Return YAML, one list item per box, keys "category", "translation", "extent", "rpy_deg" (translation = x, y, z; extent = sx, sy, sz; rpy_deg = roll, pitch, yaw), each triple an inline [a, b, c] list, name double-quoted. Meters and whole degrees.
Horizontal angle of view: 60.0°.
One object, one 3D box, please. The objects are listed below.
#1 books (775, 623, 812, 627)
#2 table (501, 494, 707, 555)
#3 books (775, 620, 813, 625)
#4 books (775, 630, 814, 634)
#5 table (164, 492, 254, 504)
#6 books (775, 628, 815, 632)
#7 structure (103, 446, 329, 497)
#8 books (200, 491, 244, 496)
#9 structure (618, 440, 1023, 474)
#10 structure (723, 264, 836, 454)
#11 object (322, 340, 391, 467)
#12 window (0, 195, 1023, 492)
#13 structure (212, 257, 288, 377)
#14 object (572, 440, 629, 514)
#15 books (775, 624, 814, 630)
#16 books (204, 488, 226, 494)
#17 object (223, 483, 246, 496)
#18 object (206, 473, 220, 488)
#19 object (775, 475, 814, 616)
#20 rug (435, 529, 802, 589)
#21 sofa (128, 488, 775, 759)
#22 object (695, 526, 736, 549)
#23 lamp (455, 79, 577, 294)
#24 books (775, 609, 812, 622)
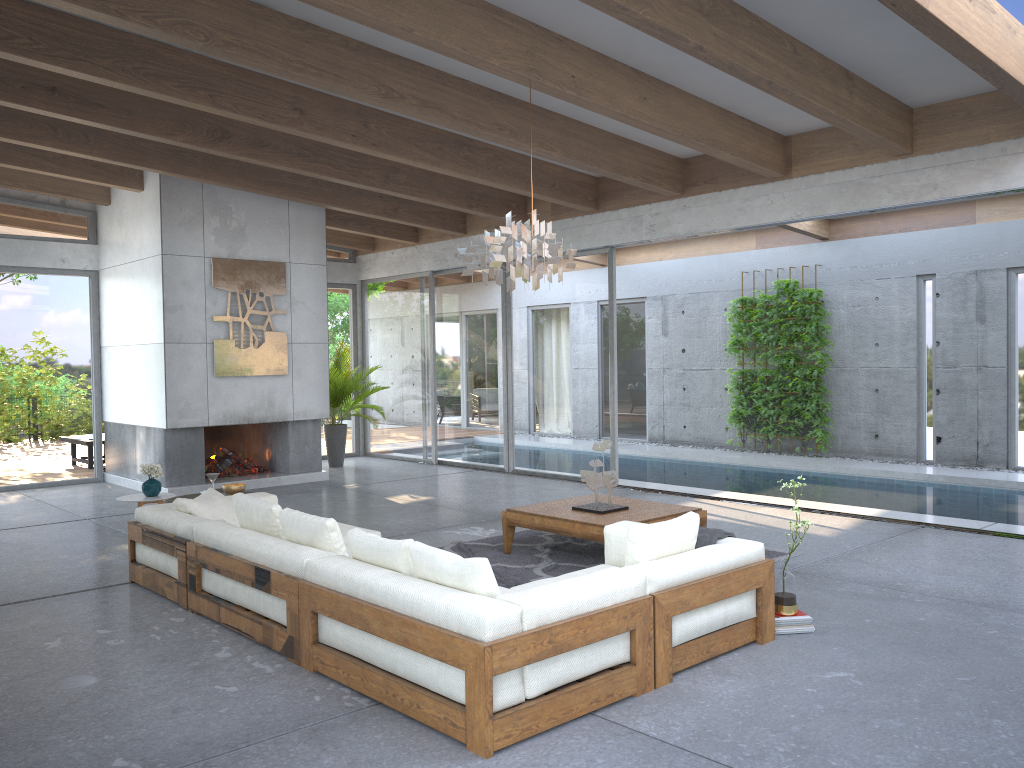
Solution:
- category: "books"
  translation: [1.461, 1.268, 4.828]
  extent: [0.219, 0.012, 0.286]
  rpy_deg: [-1, 2, -7]
- category: "table"
  translation: [0.683, 1.103, 6.613]
  extent: [1.048, 0.352, 1.112]
  rpy_deg: [-2, 2, -42]
- category: "books"
  translation: [1.469, 1.255, 4.822]
  extent: [0.219, 0.012, 0.286]
  rpy_deg: [-1, 2, -7]
- category: "books"
  translation: [1.470, 1.305, 4.817]
  extent: [0.219, 0.012, 0.286]
  rpy_deg: [-1, 2, -7]
- category: "table"
  translation: [-2.289, 1.100, 6.827]
  extent: [0.725, 0.441, 0.725]
  rpy_deg: [-1, 2, 9]
- category: "books"
  translation: [1.474, 1.292, 4.812]
  extent: [0.219, 0.012, 0.286]
  rpy_deg: [-1, 2, -7]
- category: "structure"
  translation: [-3.779, 0.934, 11.230]
  extent: [2.012, 0.595, 2.203]
  rpy_deg: [-2, 2, -42]
- category: "books"
  translation: [-2.305, 0.866, 7.045]
  extent: [0.220, 0.015, 0.303]
  rpy_deg: [-2, 2, -43]
- category: "structure"
  translation: [4.547, 1.052, 12.567]
  extent: [0.477, 0.068, 13.673]
  rpy_deg: [-2, 2, -42]
- category: "structure"
  translation: [4.873, -0.254, 8.772]
  extent: [2.739, 2.687, 10.282]
  rpy_deg: [-2, 2, -25]
- category: "object"
  translation: [-2.497, 0.256, 12.515]
  extent: [1.484, 1.819, 1.798]
  rpy_deg: [-2, 2, -35]
- category: "window"
  translation: [0.773, -0.584, 6.285]
  extent: [14.294, 3.764, 23.280]
  rpy_deg: [-2, 2, -42]
- category: "structure"
  translation: [-3.051, -0.769, 10.352]
  extent: [0.919, 1.351, 0.041]
  rpy_deg: [-2, 2, -42]
- category: "object"
  translation: [0.641, 0.669, 6.600]
  extent: [0.346, 0.518, 0.379]
  rpy_deg: [-2, 2, -42]
- category: "books"
  translation: [1.470, 1.280, 4.816]
  extent: [0.219, 0.012, 0.286]
  rpy_deg: [-1, 2, -7]
- category: "books"
  translation: [-2.298, 0.852, 7.048]
  extent: [0.205, 0.012, 0.290]
  rpy_deg: [-2, 2, -37]
- category: "object"
  translation: [-2.148, 0.828, 6.862]
  extent: [0.173, 0.097, 0.173]
  rpy_deg: [0, 2, 27]
- category: "object"
  translation: [-2.236, 0.777, 6.631]
  extent: [0.099, 0.212, 0.099]
  rpy_deg: [-1, 2, -11]
- category: "object"
  translation: [1.503, 0.862, 4.744]
  extent: [0.171, 0.750, 0.238]
  rpy_deg: [-2, 2, -21]
- category: "rug"
  translation: [0.231, 1.264, 6.281]
  extent: [3.186, 0.056, 2.187]
  rpy_deg: [-2, 2, -42]
- category: "sofa"
  translation: [-0.626, 1.029, 5.300]
  extent: [1.965, 0.777, 3.733]
  rpy_deg: [-2, 2, -42]
- category: "object"
  translation: [0.901, 1.130, 4.731]
  extent: [0.472, 0.704, 0.857]
  rpy_deg: [1, 2, 44]
- category: "lamp"
  translation: [-0.011, -1.289, 5.816]
  extent: [0.862, 1.400, 0.636]
  rpy_deg: [-1, 2, 5]
- category: "books"
  translation: [1.464, 1.243, 4.823]
  extent: [0.219, 0.012, 0.286]
  rpy_deg: [-1, 2, -7]
